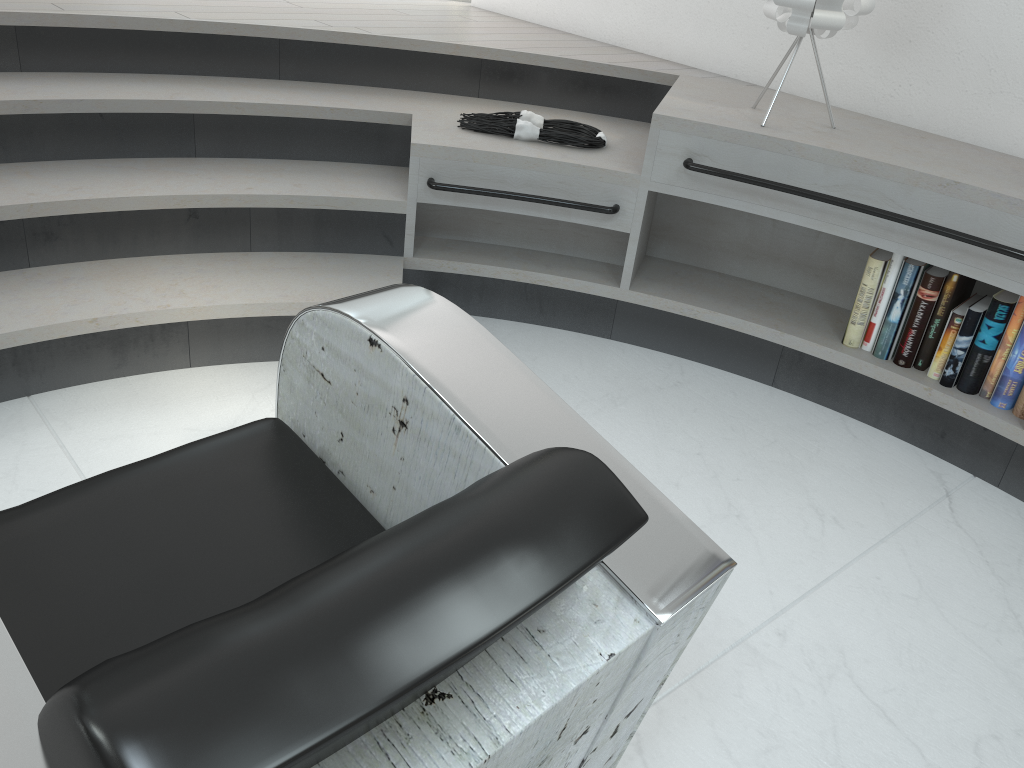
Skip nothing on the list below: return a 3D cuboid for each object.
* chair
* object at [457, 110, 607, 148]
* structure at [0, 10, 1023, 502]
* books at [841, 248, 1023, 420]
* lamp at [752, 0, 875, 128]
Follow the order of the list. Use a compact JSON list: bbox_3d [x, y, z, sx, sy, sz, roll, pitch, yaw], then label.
[{"bbox_3d":[-0.304,0.322,1.049,0.746,0.711,0.827,30,36,35],"label":"chair"},{"bbox_3d":[0.063,-0.792,2.753,0.473,0.081,0.220,12,29,8],"label":"object"},{"bbox_3d":[-0.321,0.263,1.162,4.709,0.685,4.767,8,29,1],"label":"structure"},{"bbox_3d":[1.493,-0.097,1.882,0.391,0.687,1.657,-10,33,-29],"label":"books"},{"bbox_3d":[0.803,-0.977,2.405,0.307,0.518,0.307,26,33,30],"label":"lamp"}]
